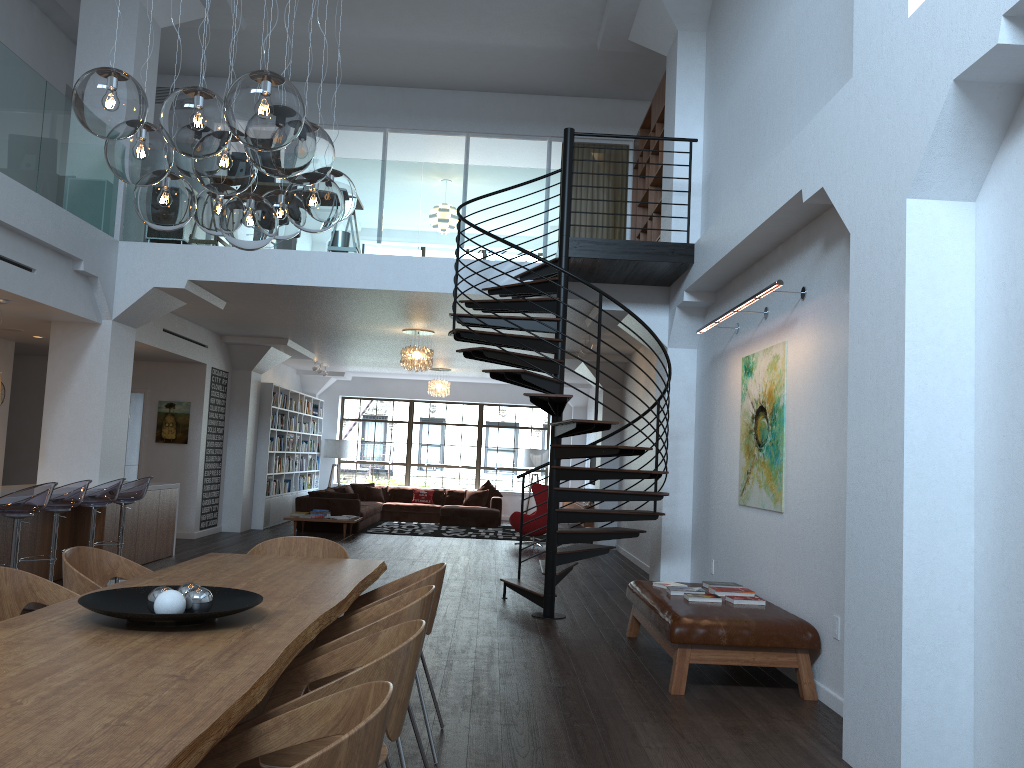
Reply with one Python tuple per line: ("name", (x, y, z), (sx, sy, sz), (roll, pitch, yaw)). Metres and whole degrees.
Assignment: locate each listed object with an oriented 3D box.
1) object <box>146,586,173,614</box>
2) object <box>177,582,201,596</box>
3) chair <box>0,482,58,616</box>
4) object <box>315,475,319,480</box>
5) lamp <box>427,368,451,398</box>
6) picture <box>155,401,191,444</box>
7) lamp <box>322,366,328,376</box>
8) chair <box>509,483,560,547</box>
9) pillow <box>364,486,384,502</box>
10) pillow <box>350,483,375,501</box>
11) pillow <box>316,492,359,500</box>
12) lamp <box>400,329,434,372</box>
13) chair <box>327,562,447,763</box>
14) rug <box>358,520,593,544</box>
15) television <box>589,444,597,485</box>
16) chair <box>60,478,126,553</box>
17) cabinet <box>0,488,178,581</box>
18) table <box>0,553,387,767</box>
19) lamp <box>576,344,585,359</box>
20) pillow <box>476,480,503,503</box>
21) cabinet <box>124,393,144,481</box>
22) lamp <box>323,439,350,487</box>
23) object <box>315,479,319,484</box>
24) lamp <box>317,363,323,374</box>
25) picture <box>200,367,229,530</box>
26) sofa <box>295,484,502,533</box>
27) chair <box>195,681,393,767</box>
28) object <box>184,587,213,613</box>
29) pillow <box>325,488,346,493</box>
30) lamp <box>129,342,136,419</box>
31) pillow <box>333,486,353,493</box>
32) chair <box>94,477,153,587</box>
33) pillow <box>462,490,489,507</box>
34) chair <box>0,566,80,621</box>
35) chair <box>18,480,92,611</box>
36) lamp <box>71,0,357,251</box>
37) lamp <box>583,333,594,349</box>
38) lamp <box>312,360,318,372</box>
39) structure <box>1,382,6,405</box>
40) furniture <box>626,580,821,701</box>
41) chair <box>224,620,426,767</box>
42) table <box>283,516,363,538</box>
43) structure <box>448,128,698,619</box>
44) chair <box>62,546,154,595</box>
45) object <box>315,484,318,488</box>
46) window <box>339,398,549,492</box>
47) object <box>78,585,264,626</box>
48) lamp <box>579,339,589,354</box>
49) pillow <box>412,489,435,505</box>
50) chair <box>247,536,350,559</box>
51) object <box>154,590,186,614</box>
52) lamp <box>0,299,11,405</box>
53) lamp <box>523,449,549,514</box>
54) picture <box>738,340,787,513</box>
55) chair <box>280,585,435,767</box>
("object", (-1.189, 0.739, 3.015), (0.100, 0.100, 0.100), (-2, -7, 44))
("object", (-1.123, 0.743, 3.090), (0.100, 0.100, 0.100), (-2, -7, 44))
("chair", (-3.627, 1.213, 6.464), (0.481, 1.014, 0.530), (3, -5, 1))
("object", (-4.302, 1.981, 18.827), (0.316, 0.088, 0.410), (3, -5, -1))
("lamp", (-1.388, -0.017, 16.950), (0.441, 0.539, 0.442), (-2, -6, 41))
("picture", (-4.854, 0.549, 12.698), (0.450, 0.600, 0.030), (3, -5, -1))
("lamp", (-3.685, -0.250, 17.513), (0.120, 0.211, 0.111), (5, -5, -27))
("chair", (0.366, 2.067, 14.256), (0.801, 1.006, 0.798), (1, -5, 24))
("pillow", (-2.842, 2.256, 18.176), (0.489, 0.337, 0.238), (6, -6, -31))
("pillow", (-3.035, 2.237, 18.271), (0.580, 0.418, 0.334), (5, -5, -28))
("pillow", (-2.937, 1.998, 14.967), (0.750, 0.364, 0.289), (3, -5, -2))
("lamp", (-1.272, -0.438, 11.908), (0.441, 0.539, 0.442), (-2, -6, 41))
("chair", (-0.618, 1.252, 4.159), (0.617, 0.830, 0.629), (3, -5, -1))
("rug", (-0.560, 2.690, 16.211), (4.200, 0.007, 3.100), (3, -5, 0))
("television", (1.567, 1.517, 16.912), (0.013, 0.816, 1.324), (3, -5, -1))
("chair", (-3.667, 1.318, 7.729), (0.481, 1.014, 0.530), (3, -5, -3))
("cabinet", (-4.428, 1.440, 8.381), (0.898, 0.796, 4.493), (3, -5, -1))
("table", (-1.172, 1.169, 2.981), (1.012, 0.750, 3.803), (3, -5, -1))
("lamp", (0.971, -0.461, 12.423), (0.111, 0.211, 0.120), (0, -6, 33))
("pillow", (-0.546, 2.282, 18.415), (0.651, 0.587, 0.335), (5, -5, -22))
("cabinet", (-6.625, 0.730, 14.128), (0.527, 2.991, 2.630), (3, -5, -1))
("lamp", (-3.821, 1.995, 19.150), (0.545, 1.579, 0.545), (4, -5, -12))
("object", (-4.299, 2.069, 18.820), (0.331, 0.088, 0.410), (3, -5, -1))
("lamp", (-3.674, -0.293, 16.996), (0.120, 0.211, 0.111), (7, -6, -42))
("picture", (-4.465, 0.967, 13.325), (0.021, 2.380, 0.800), (3, -5, -1))
("sofa", (-1.910, 2.339, 16.721), (3.481, 0.664, 4.197), (3, -5, -1))
("chair", (-0.565, 1.061, 1.856), (0.618, 0.833, 0.629), (3, -5, -1))
("object", (-1.065, 0.738, 3.007), (0.100, 0.100, 0.100), (-2, -7, 44))
("pillow", (-2.979, 1.976, 15.235), (0.559, 0.411, 0.269), (-2, -7, 45))
("lamp", (-4.479, -0.050, 10.304), (0.149, 0.900, 0.149), (-2, -7, 44))
("pillow", (-3.120, 2.112, 16.654), (0.325, 0.391, 0.625), (1, -5, 15))
("chair", (-3.682, 1.370, 8.357), (0.481, 1.014, 0.530), (3, -5, 1))
("pillow", (-0.752, 2.340, 18.239), (0.542, 0.362, 0.248), (1, -5, 20))
("chair", (-1.801, 1.130, 3.366), (0.618, 0.833, 0.629), (3, -5, -1))
("chair", (-3.669, 1.264, 7.094), (0.481, 1.014, 0.530), (3, -5, -3))
("lamp", (-1.050, -1.642, 3.537), (0.849, 2.140, 1.787), (3, -5, -2))
("lamp", (0.994, -0.546, 11.403), (0.120, 0.211, 0.111), (5, -5, -27))
("lamp", (-3.662, -0.335, 16.492), (0.111, 0.211, 0.120), (0, -6, 33))
("structure", (-6.164, 0.117, 10.613), (0.040, 0.300, 0.300), (3, -5, -1))
("furniture", (1.369, 1.706, 6.158), (0.907, 0.453, 1.819), (3, -5, -1))
("chair", (-0.570, 1.126, 2.634), (0.618, 0.833, 0.629), (3, -5, -1))
("table", (-3.006, 2.268, 14.155), (1.100, 0.271, 0.853), (3, -5, -1))
("structure", (0.420, -0.150, 7.887), (1.998, 4.352, 1.998), (7, -6, -40))
("chair", (-1.802, 1.196, 4.143), (0.618, 0.833, 0.629), (3, -5, -3))
("object", (-4.303, 2.157, 18.812), (0.331, 0.088, 0.410), (3, -5, -1))
("window", (-1.515, 1.375, 19.867), (4.648, 1.905, 0.114), (3, -5, -1))
("object", (-1.154, 0.763, 3.021), (0.592, 0.066, 0.592), (7, -7, -43))
("lamp", (0.982, -0.503, 11.919), (0.120, 0.211, 0.111), (7, -6, -42))
("pillow", (-1.837, 2.333, 18.335), (0.465, 0.308, 0.220), (3, -5, -5))
("chair", (-1.216, 1.288, 4.903), (0.629, 0.833, 0.618), (3, -5, -6))
("object", (-1.130, 0.731, 2.930), (0.100, 0.100, 0.100), (-2, -7, 44))
("lamp", (-3.566, -0.599, 8.684), (0.149, 1.807, 2.842), (-1, -6, 38))
("lamp", (0.488, 2.196, 19.128), (0.545, 1.579, 0.545), (2, -5, 10))
("picture", (1.885, 0.336, 6.714), (0.010, 1.200, 1.095), (3, -5, -1))
("chair", (-0.607, 1.189, 3.394), (0.618, 0.833, 0.629), (3, -5, 0))
